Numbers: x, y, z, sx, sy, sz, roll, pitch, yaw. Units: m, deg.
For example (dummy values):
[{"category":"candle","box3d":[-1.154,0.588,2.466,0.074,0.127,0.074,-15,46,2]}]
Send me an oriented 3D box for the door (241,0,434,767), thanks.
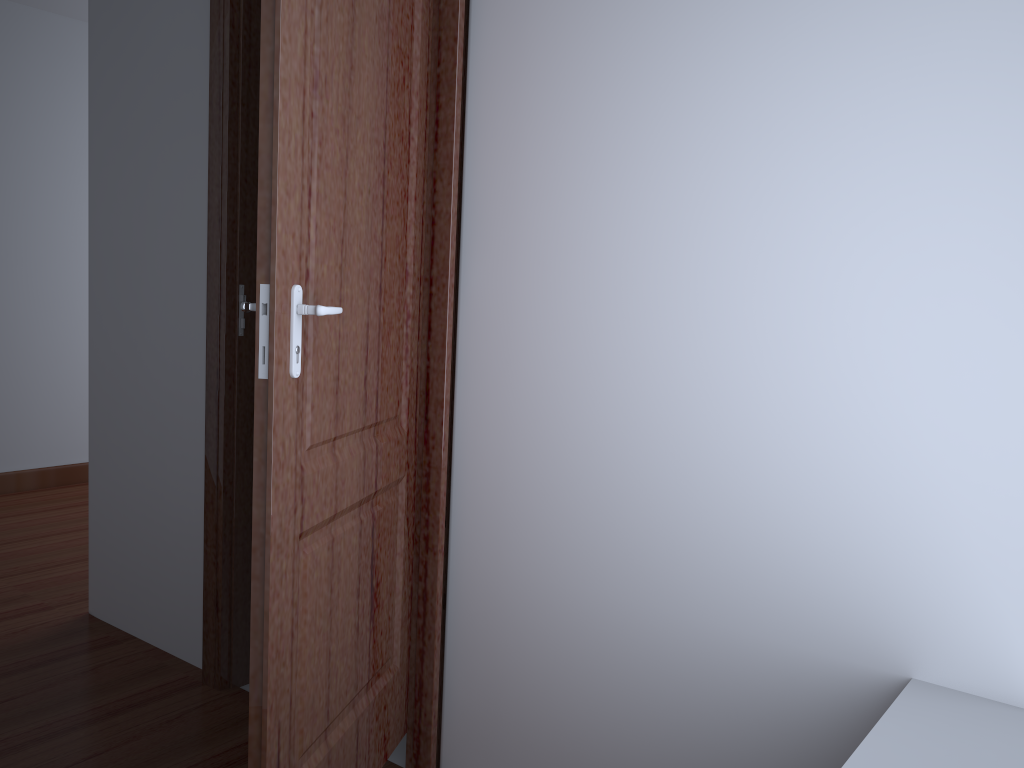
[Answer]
[{"category":"door","box3d":[-0.299,-0.073,1.622,0.095,1.780,0.708,4,6,13]}]
